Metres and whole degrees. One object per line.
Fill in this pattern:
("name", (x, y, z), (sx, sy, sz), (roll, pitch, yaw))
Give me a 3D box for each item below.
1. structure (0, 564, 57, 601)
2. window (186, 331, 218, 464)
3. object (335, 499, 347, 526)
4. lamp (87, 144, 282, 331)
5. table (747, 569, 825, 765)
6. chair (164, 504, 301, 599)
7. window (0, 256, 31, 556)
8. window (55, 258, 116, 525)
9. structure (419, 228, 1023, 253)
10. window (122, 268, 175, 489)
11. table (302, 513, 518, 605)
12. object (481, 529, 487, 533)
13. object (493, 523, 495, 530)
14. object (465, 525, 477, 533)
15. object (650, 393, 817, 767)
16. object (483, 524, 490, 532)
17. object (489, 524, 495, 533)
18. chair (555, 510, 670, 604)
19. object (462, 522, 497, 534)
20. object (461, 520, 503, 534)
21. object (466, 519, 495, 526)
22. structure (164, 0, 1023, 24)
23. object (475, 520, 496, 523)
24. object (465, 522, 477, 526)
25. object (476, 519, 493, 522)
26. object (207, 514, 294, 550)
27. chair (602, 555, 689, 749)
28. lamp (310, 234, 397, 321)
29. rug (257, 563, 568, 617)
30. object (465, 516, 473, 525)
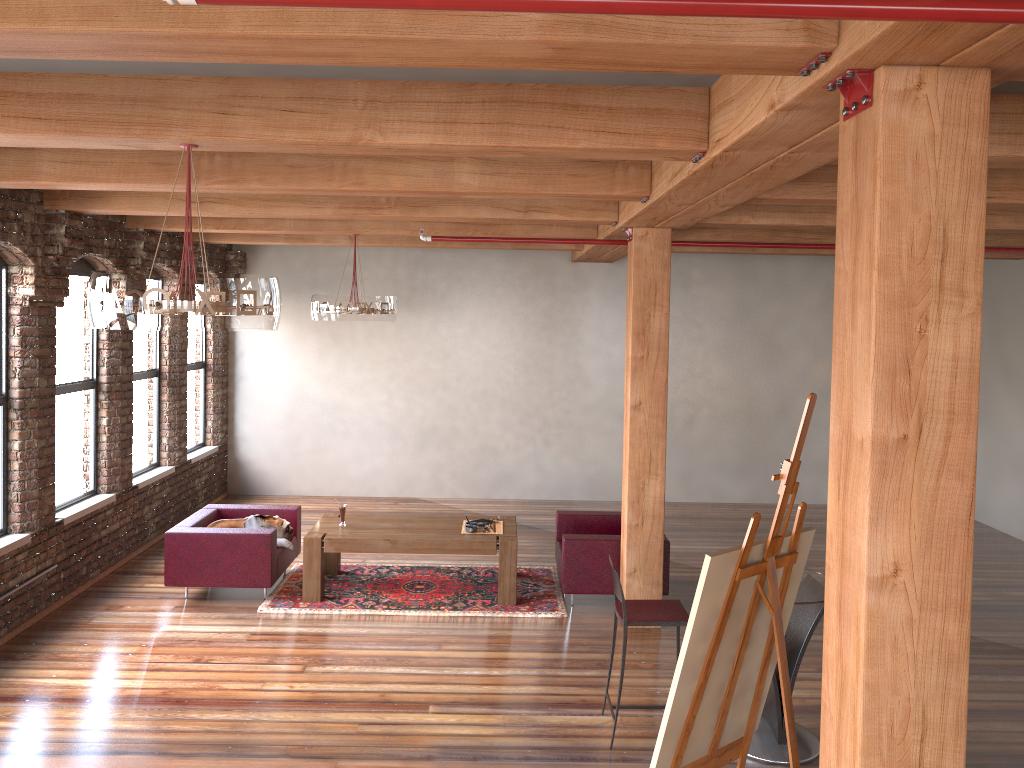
("structure", (-3.516, 1.899, 0.111), (1.633, 0.312, 13.741), (1, 5, -7))
("window", (-3.749, -0.237, 10.524), (0.235, 2.211, 0.970), (1, 2, -1))
("object", (-1.470, 1.106, 7.649), (0.095, 0.232, 0.076), (3, 3, 32))
("lamp", (-1.436, -0.652, 3.929), (0.810, 0.813, 0.810), (4, 4, 42))
("table", (1.491, 1.582, 5.042), (0.722, 0.923, 0.722), (2, 3, 24))
("chair", (-2.379, 1.453, 7.677), (0.865, 0.592, 1.073), (1, 4, -1))
("window", (-3.701, 0.114, 6.127), (0.235, 2.211, 0.970), (1, 2, -1))
("window", (-3.717, -0.003, 7.593), (0.235, 2.211, 0.970), (1, 2, -1))
("structure", (2.608, -1.216, 7.619), (6.807, 0.112, 0.051), (1, 2, -1))
("window", (-3.733, -0.120, 9.059), (0.235, 2.211, 0.970), (1, 2, -1))
("table", (-0.839, 1.506, 7.691), (1.750, 0.549, 0.902), (1, 4, -1))
("object", (-0.236, 1.245, 7.494), (0.018, 0.021, 0.059), (4, 5, 41))
("object", (-0.153, 1.240, 7.655), (0.007, 0.008, 0.271), (1, 5, -5))
("object", (-0.347, 1.230, 7.507), (0.099, 0.043, 0.099), (3, 5, 25))
("object", (0.915, 1.083, 3.445), (0.702, 2.137, 0.686), (-1, 3, -41))
("object", (-0.217, 1.233, 7.584), (0.045, 0.030, 0.153), (0, 5, -16))
("object", (-0.171, 1.243, 7.618), (0.007, 0.008, 0.271), (0, 5, -11))
("chair", (0.836, 1.514, 7.691), (0.865, 0.592, 1.073), (1, 4, -1))
("object", (-0.253, 1.241, 7.684), (0.332, 0.003, 0.472), (1, 5, -1))
("object", (-0.254, 1.241, 7.684), (0.352, 0.001, 0.470), (1, 5, -1))
("object", (-0.278, 1.221, 7.799), (0.154, 0.018, 0.213), (6, 6, 44))
("structure", (2.671, -0.751, 1.801), (6.807, 0.112, 0.051), (1, 2, -1))
("object", (-0.262, 1.210, 7.784), (0.270, 0.008, 0.007), (-1, 4, -26))
("object", (-0.351, 1.221, 7.625), (0.099, 0.043, 0.099), (4, 5, 37))
("object", (-0.284, 1.208, 7.802), (0.270, 0.008, 0.007), (-2, 4, -35))
("object", (-2.252, 1.284, 7.609), (0.755, 0.296, 0.365), (-1, 4, -29))
("chair", (0.785, 1.527, 5.122), (0.466, 0.980, 0.430), (1, 2, -1))
("lamp", (-1.485, -1.005, 8.352), (0.810, 0.813, 0.810), (4, 4, 40))
("rug", (-0.798, 1.778, 7.708), (2.462, 0.009, 1.347), (1, 5, -1))
("object", (-0.368, 1.192, 7.648), (0.045, 0.079, 0.137), (-1, 4, -35))
